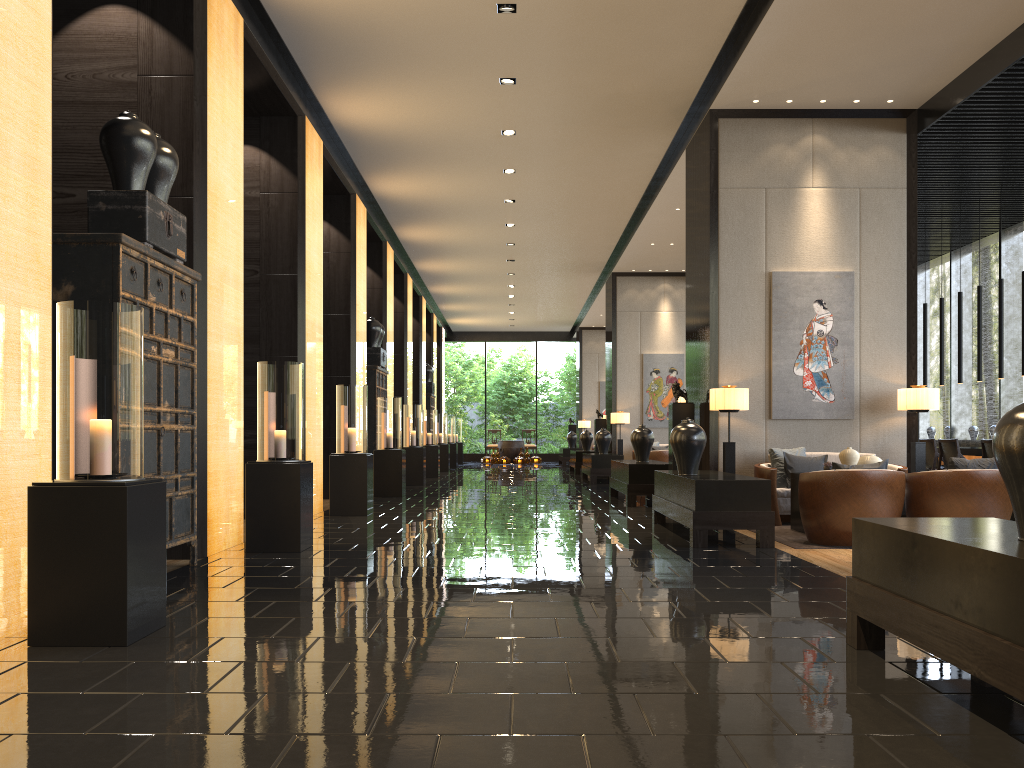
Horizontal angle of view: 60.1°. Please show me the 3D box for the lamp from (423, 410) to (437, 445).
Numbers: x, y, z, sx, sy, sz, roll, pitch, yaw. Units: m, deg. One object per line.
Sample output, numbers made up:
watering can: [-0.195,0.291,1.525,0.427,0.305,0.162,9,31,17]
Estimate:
lamp: [-1.718,0.903,18.394,0.337,0.729,0.337,0,-1,2]

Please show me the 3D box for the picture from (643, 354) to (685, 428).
picture: [3.078,0.137,17.954,0.834,1.501,0.037,0,0,0]

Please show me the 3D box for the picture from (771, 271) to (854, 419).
picture: [3.061,-0.393,9.011,0.834,1.501,0.037,0,0,0]

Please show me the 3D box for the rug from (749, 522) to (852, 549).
rug: [3.120,1.310,7.812,1.958,0.008,2.244,0,-3,0]

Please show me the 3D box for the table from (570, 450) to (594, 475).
table: [1.703,1.801,20.502,0.620,0.512,1.962,0,-3,0]

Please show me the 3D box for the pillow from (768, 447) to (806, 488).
pillow: [2.747,0.822,8.743,0.433,0.399,0.201,1,-1,-22]

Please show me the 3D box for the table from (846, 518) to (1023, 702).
table: [1.670,0.742,2.630,0.620,0.512,1.962,0,-3,0]

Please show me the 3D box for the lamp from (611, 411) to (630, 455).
lamp: [2.159,1.222,17.655,0.375,1.350,0.375,0,0,19]

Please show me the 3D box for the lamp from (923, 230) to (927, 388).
lamp: [6.181,-1.151,13.241,0.060,2.420,0.060,0,0,-5]

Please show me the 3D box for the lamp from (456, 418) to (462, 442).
lamp: [-1.702,1.425,27.204,0.337,0.729,0.337,0,-1,-12]

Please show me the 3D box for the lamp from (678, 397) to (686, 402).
lamp: [2.145,0.816,10.537,0.375,1.319,0.375,0,0,44]

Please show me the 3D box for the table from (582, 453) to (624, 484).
table: [1.696,1.572,16.635,0.620,0.512,1.962,0,-3,0]

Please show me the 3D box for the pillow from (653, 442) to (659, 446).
pillow: [2.764,1.348,17.616,0.433,0.399,0.201,1,-1,-22]

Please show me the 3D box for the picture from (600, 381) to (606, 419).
picture: [3.095,0.670,26.964,0.834,1.501,0.037,0,0,0]

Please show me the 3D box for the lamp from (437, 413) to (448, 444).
lamp: [-1.713,1.077,21.330,0.337,0.729,0.337,0,-1,2]

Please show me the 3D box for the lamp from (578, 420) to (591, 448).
lamp: [2.175,1.755,26.649,0.375,1.350,0.375,0,0,30]

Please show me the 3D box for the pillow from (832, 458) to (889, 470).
pillow: [2.680,0.740,6.807,0.441,0.338,0.205,0,-1,7]

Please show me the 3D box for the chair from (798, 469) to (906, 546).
chair: [2.684,0.960,6.927,0.803,0.604,0.606,0,-2,0]

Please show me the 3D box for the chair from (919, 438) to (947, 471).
chair: [5.557,1.119,11.464,0.563,0.827,0.526,0,-1,0]

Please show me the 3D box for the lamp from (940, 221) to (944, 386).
lamp: [6.180,-1.182,12.727,0.060,2.420,0.060,0,0,-5]

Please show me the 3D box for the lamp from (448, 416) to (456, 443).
lamp: [-1.707,1.251,24.267,0.337,0.729,0.337,0,-1,2]

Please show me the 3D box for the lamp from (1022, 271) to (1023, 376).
lamp: [6.176,-1.304,10.667,0.060,2.420,0.060,0,0,-5]

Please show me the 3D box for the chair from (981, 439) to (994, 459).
chair: [5.554,1.025,9.876,0.563,0.827,0.526,0,-1,0]

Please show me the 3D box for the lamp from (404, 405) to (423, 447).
lamp: [-1.723,0.729,15.457,0.337,0.729,0.337,0,-1,2]

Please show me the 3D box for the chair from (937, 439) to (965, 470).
chair: [5.556,1.085,10.889,0.563,0.827,0.526,0,-1,0]

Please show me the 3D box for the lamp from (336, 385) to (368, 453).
lamp: [-1.734,0.381,9.583,0.337,0.729,0.337,0,-1,-27]

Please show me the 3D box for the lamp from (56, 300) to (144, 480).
lamp: [-1.745,0.036,3.757,0.337,0.729,0.337,0,-1,9]

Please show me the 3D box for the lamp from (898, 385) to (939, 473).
lamp: [4.005,0.693,8.725,0.375,1.350,0.375,0,0,30]

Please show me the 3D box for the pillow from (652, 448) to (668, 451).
pillow: [2.696,1.266,15.681,0.441,0.338,0.205,0,-1,7]

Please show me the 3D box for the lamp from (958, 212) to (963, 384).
lamp: [6.179,-1.213,12.202,0.060,2.420,0.060,0,0,-5]

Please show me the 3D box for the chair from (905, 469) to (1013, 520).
chair: [3.539,0.960,6.926,0.803,0.604,0.606,0,-2,0]

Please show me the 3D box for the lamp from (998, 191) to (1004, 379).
lamp: [6.177,-1.273,11.181,0.060,2.420,0.060,0,0,-5]

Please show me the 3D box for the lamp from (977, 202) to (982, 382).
lamp: [6.178,-1.243,11.694,0.060,2.420,0.060,0,0,-5]

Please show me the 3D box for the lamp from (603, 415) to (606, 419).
lamp: [2.162,1.329,19.464,0.375,1.350,0.375,0,0,19]

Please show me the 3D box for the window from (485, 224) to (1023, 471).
window: [1.654,-0.421,14.246,12.052,4.224,31.925,0,-3,0]

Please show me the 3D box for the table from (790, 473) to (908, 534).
table: [3.069,1.052,7.815,1.042,0.517,0.576,0,-2,0]

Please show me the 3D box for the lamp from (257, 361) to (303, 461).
lamp: [-1.740,0.207,6.647,0.337,0.729,0.337,0,-1,-27]

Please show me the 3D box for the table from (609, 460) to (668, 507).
table: [1.687,1.270,11.542,0.620,0.512,1.962,0,-3,0]

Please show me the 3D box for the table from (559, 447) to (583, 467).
table: [1.713,2.104,25.619,0.620,0.512,1.962,0,-3,0]

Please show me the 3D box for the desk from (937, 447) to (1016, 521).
desk: [5.933,1.284,13.724,1.780,0.759,28.769,0,-3,0]

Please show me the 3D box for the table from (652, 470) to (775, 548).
table: [1.680,1.041,7.675,0.620,0.512,1.962,0,-3,0]

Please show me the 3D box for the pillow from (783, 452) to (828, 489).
pillow: [2.848,0.834,8.587,0.472,0.361,0.219,0,-1,-3]

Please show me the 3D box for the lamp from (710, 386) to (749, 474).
lamp: [2.142,0.694,8.728,0.375,1.347,0.375,0,0,-39]

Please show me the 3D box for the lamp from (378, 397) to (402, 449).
lamp: [-1.729,0.555,12.520,0.337,0.729,0.337,0,-1,6]

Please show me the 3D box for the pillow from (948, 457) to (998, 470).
pillow: [3.538,0.737,6.808,0.399,0.362,0.222,0,-1,1]

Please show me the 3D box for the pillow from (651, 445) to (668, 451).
pillow: [2.864,1.359,17.461,0.472,0.361,0.219,0,-1,-3]
